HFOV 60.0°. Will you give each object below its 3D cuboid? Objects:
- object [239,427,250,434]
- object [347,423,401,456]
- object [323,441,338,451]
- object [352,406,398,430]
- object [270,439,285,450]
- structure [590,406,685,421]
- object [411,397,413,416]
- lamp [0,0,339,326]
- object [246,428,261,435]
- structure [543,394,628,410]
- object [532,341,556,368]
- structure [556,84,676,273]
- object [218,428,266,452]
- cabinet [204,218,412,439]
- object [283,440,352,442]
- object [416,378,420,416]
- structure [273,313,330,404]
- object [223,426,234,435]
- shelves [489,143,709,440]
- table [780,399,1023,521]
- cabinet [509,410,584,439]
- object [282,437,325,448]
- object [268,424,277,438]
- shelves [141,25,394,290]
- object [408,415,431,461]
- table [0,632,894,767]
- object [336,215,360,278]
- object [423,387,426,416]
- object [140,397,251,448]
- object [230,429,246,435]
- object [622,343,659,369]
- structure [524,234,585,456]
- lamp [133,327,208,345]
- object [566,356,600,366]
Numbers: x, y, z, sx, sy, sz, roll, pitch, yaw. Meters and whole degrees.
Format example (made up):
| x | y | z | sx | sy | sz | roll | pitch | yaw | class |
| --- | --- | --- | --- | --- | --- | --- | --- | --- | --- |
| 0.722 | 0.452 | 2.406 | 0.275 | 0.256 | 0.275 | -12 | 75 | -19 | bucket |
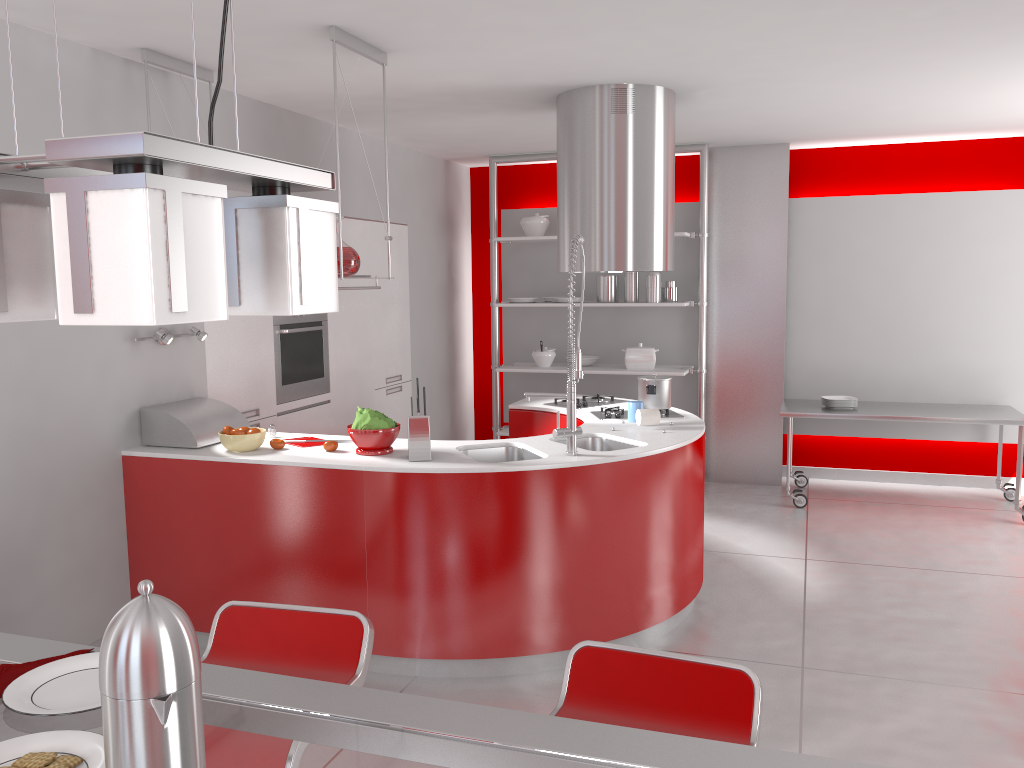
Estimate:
| x | y | z | sx | sy | sz | roll | pitch | yaw | class |
| --- | --- | --- | --- | --- | --- | --- | --- | --- | --- |
| -1.196 | 0.215 | 3.959 | 0.066 | 0.049 | 0.062 | 1 | 7 | 15 | object |
| -0.593 | 0.237 | 3.819 | 0.229 | 0.118 | 0.228 | -2 | 7 | -10 | object |
| -0.790 | 0.269 | 3.864 | 0.064 | 0.048 | 0.063 | -1 | 7 | -3 | object |
| -0.584 | 0.184 | 3.810 | 0.198 | 0.182 | 0.193 | 2 | 7 | 24 | object |
| -1.038 | 0.267 | 3.927 | 0.065 | 0.047 | 0.063 | 2 | 7 | 18 | object |
| 0.671 | 0.149 | 4.782 | 0.457 | 0.037 | 0.303 | -1 | 7 | -6 | structure |
| -0.414 | 0.154 | 3.684 | 0.009 | 0.197 | 0.091 | -2 | 7 | -10 | object |
| -0.391 | -0.577 | 0.850 | 0.304 | 1.025 | 0.304 | 2 | 7 | 19 | lamp |
| -1.142 | 0.219 | 3.920 | 0.066 | 0.049 | 0.062 | 3 | 7 | 27 | object |
| 0.447 | 0.096 | 5.264 | 0.457 | 0.037 | 0.303 | -6 | 9 | -41 | structure |
| 0.253 | -0.242 | 7.053 | 0.192 | 0.214 | 0.192 | 0 | 7 | 5 | object |
| 0.572 | -1.096 | 4.901 | 0.644 | 0.958 | 0.644 | -2 | 7 | -15 | structure |
| -1.188 | 0.251 | 3.914 | 0.201 | 0.086 | 0.201 | 2 | 7 | 20 | object |
| -1.440 | -0.049 | 5.713 | 0.614 | 2.026 | 2.398 | 2 | 7 | 19 | cabinet |
| -0.889 | 0.260 | 4.080 | 0.375 | 0.008 | 0.041 | -1 | 7 | -4 | object |
| -0.390 | 0.139 | 3.695 | 0.014 | 0.322 | 0.150 | -2 | 7 | -10 | object |
| -1.239 | -0.209 | 5.306 | 0.050 | 0.589 | 0.599 | 2 | 7 | 19 | structure |
| -1.252 | 0.214 | 3.932 | 0.055 | 0.058 | 0.066 | 0 | 7 | 4 | object |
| 0.649 | -0.507 | 6.954 | 1.735 | 2.599 | 0.535 | 2 | 7 | 19 | shelves |
| 2.738 | 0.513 | 6.263 | 1.627 | 0.682 | 0.749 | 2 | 7 | 20 | table |
| -0.470 | 0.626 | 4.497 | 1.875 | 0.761 | 1.025 | -4 | 7 | -26 | cabinet |
| -0.946 | 0.267 | 4.082 | 0.168 | 0.006 | 0.266 | -7 | 9 | -44 | object |
| -1.141 | 0.223 | 4.217 | 0.043 | 0.066 | 0.042 | 3 | 8 | 32 | object |
| -1.048 | -0.921 | 3.861 | 0.934 | 1.023 | 0.462 | 2 | 7 | 19 | shelves |
| -0.386 | 0.218 | 3.677 | 0.091 | 0.178 | 0.137 | -2 | 7 | -8 | object |
| -0.320 | 1.001 | 1.015 | 1.700 | 1.000 | 0.800 | 2 | 7 | 19 | table |
| -0.764 | -0.591 | 3.824 | 0.213 | 0.266 | 0.213 | -7 | 9 | -43 | object |
| -0.361 | 0.155 | 3.692 | 0.012 | 0.279 | 0.130 | -2 | 7 | -10 | object |
| -1.476 | 0.175 | 4.167 | 0.300 | 0.170 | 0.400 | 2 | 7 | 19 | object |
| -1.203 | 0.222 | 3.897 | 0.065 | 0.052 | 0.062 | 0 | 7 | 3 | object |
| 0.993 | -0.219 | 6.863 | 0.282 | 0.197 | 0.235 | 0 | 7 | 9 | object |
| 0.221 | -0.166 | 3.724 | 0.308 | 0.920 | 0.178 | -4 | 7 | -28 | structure |
| -1.567 | -0.221 | 4.133 | 0.155 | 0.081 | 0.454 | 2 | 7 | 19 | lamp |
| 0.566 | -0.181 | 7.110 | 0.272 | 0.072 | 0.272 | -3 | 7 | -17 | object |
